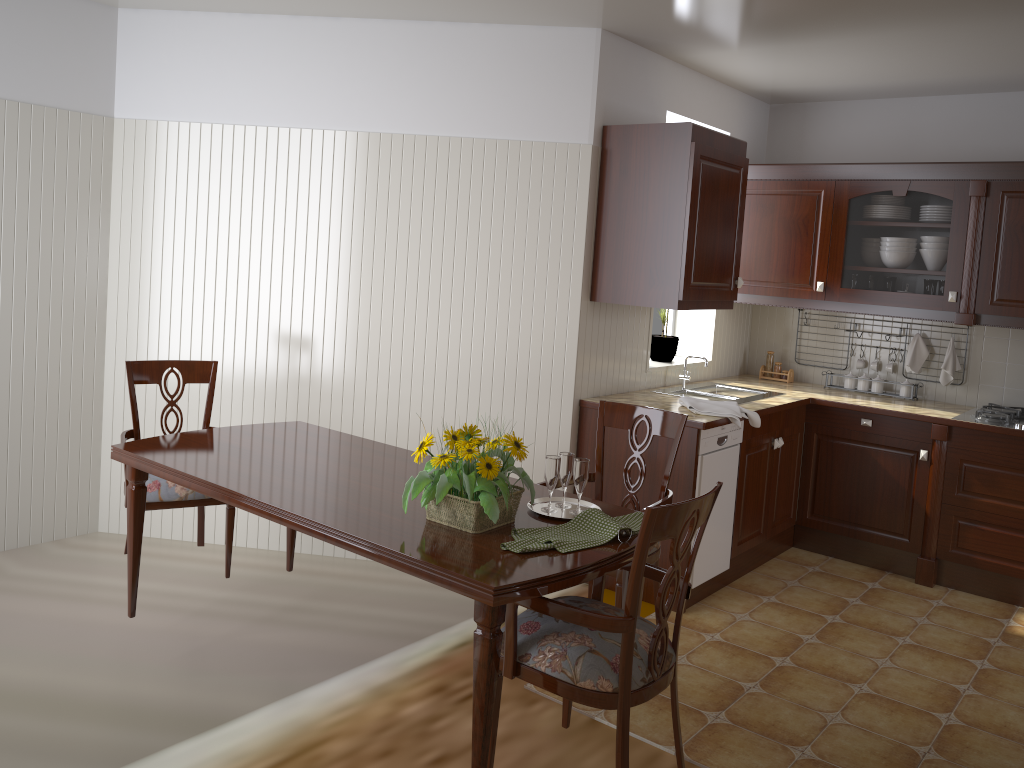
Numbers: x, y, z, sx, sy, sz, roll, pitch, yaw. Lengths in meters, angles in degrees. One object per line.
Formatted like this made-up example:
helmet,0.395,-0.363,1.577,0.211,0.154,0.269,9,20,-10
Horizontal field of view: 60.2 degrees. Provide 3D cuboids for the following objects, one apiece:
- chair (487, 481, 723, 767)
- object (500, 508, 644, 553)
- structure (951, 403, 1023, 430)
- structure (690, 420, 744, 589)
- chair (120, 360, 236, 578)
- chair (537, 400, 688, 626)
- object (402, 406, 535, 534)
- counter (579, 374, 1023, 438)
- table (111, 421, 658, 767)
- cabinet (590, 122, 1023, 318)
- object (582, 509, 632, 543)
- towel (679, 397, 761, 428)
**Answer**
chair,0.208,0.583,2.091,0.462,0.741,0.405,8,6,38
object,0.188,0.350,2.201,0.528,0.056,0.168,-3,10,-38
structure,2.559,0.183,4.128,0.820,0.046,0.592,10,10,38
structure,0.741,0.515,3.939,0.381,0.742,0.424,8,6,38
chair,-1.242,0.311,3.277,0.404,0.741,0.463,1,6,-30
chair,0.319,0.466,2.949,0.406,0.741,0.460,7,6,35
object,-0.114,0.213,2.248,0.300,0.335,0.319,7,7,30
counter,1.954,0.219,3.831,2.798,0.032,1.828,10,10,38
table,-0.439,0.555,2.600,1.687,0.554,0.736,10,9,38
cabinet,1.887,-0.607,3.618,2.796,0.774,1.371,10,9,38
object,0.231,0.354,2.218,0.046,0.046,0.147,-1,9,-38
towel,0.922,0.130,3.897,0.343,0.097,0.332,4,8,1
